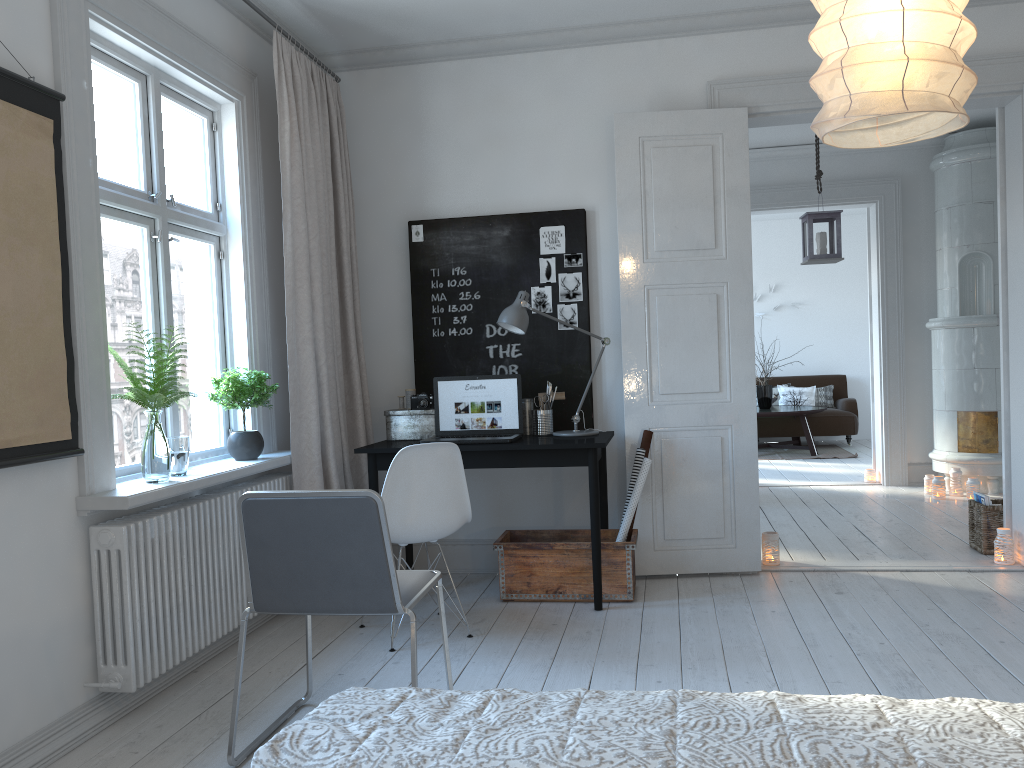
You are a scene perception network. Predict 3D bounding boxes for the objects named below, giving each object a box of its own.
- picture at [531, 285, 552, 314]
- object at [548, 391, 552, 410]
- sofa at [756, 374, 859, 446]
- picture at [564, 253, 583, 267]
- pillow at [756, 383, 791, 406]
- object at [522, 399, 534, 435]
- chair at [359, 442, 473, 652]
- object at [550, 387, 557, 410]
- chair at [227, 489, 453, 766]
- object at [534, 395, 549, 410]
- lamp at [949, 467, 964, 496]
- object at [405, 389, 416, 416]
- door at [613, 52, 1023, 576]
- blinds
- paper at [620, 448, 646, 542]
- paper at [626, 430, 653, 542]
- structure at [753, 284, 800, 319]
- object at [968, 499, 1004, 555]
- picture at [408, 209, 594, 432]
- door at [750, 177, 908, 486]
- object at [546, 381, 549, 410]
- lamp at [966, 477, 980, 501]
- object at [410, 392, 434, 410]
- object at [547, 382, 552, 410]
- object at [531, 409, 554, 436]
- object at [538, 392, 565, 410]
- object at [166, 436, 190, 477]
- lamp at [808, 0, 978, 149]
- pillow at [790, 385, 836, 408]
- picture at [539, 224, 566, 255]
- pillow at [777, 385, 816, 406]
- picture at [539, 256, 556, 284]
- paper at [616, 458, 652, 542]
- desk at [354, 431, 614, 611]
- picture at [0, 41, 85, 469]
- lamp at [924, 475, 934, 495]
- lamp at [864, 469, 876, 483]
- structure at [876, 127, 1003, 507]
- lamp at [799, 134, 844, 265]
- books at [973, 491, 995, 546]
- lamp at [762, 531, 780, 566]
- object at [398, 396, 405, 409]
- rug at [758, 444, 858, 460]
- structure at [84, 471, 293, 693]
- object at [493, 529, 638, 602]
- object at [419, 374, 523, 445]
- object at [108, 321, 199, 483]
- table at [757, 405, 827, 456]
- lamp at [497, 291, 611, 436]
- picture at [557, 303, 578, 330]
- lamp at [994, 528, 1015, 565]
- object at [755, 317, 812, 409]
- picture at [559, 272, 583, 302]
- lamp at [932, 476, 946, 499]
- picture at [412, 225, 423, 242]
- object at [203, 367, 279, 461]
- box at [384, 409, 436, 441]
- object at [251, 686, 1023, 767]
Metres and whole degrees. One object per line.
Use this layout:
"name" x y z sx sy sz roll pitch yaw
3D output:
"picture" 0.155 -0.440 4.639 0.107 0.150 0.001 -2 2 10
"object" 0.182 0.144 4.458 0.009 0.222 0.082 0 3 39
"sofa" 3.033 0.338 10.838 2.165 0.825 0.968 -2 2 10
"picture" 0.318 -0.645 4.602 0.095 0.071 0.001 -2 2 10
"pillow" 3.176 0.176 10.875 0.473 0.348 0.158 -2 2 8
"object" 0.077 0.170 4.545 0.079 0.188 0.079 -3 2 -11
"chair" -0.415 0.642 3.739 0.474 0.825 0.554 -3 2 -25
"object" 0.192 0.134 4.450 0.084 0.240 0.009 -3 2 -13
"chair" -0.499 0.682 2.689 0.562 0.798 0.524 -2 2 10
"object" 0.144 0.154 4.471 0.081 0.198 0.050 -1 3 35
"lamp" 3.330 0.734 6.649 0.098 0.210 0.098 -2 2 14
"object" -0.531 0.093 4.534 0.056 0.130 0.167 -2 2 8
"door" 1.873 -0.307 4.518 2.599 2.507 0.577 -2 2 10
"blinds" -0.861 -0.268 4.360 0.225 2.649 0.830 -2 2 10
"paper" 0.556 0.653 4.310 0.266 0.669 0.043 -4 3 -35
"paper" 0.593 0.607 4.373 0.297 0.747 0.048 -4 3 -35
"structure" 3.116 -1.018 11.230 1.025 0.478 0.085 -2 2 10
"object" 2.664 0.774 4.825 0.270 0.265 0.223 -2 2 10
"picture" -0.063 -0.307 4.714 0.953 1.173 0.063 -2 2 10
"door" 2.391 -0.392 7.485 2.599 2.507 0.577 -2 2 10
"object" 0.175 0.119 4.468 0.008 0.268 0.060 -1 2 27
"lamp" 3.330 0.761 6.400 0.089 0.166 0.089 -2 2 9
"object" -0.450 0.086 4.451 0.137 0.087 0.073 -2 2 10
"object" 0.180 0.122 4.467 0.062 0.264 0.012 -4 3 -38
"object" 0.155 0.194 4.460 0.108 0.128 0.108 -1 2 25
"object" 0.207 0.147 4.503 0.138 0.209 0.034 -3 2 -10
"object" -1.262 0.272 3.338 0.097 0.146 0.097 -2 2 16
"lamp" 0.809 -1.163 1.923 0.338 1.232 0.340 0 3 41
"pillow" 3.667 0.160 10.825 0.542 0.288 0.182 -2 2 11
"picture" 0.213 -0.755 4.614 0.147 0.154 0.004 -2 2 10
"pillow" 3.450 0.158 10.749 0.471 0.309 0.188 -2 2 11
"picture" 0.187 -0.593 4.627 0.083 0.146 0.002 -2 2 10
"paper" 0.547 0.672 4.253 0.283 0.627 0.041 -3 2 -12
"desk" -0.088 0.650 4.332 1.159 0.759 0.650 -2 2 10
"picture" -1.469 -0.417 2.411 0.057 1.314 0.792 -2 2 10
"lamp" 3.193 0.768 6.775 0.084 0.146 0.084 -2 2 14
"lamp" 3.007 0.771 7.445 0.093 0.110 0.093 -1 2 27
"structure" 3.458 -0.499 6.743 1.247 2.829 0.800 -4 3 -35
"lamp" 2.003 -1.680 5.796 0.228 1.763 0.228 -2 2 7
"books" 2.651 0.742 4.826 0.201 0.300 0.179 -2 2 10
"lamp" 1.364 0.868 4.674 0.089 0.166 0.089 -2 2 2
"object" -0.574 0.097 4.608 0.040 0.069 0.040 -2 2 -2
"rug" 2.912 0.756 10.104 1.710 0.055 1.455 -2 1 10
"structure" -1.208 0.712 3.565 0.195 0.547 1.504 -2 1 10
"object" 0.272 0.874 4.279 0.665 0.282 0.339 -2 2 10
"object" -0.195 0.120 4.239 0.445 0.315 0.325 -2 2 10
"object" -1.297 0.069 3.148 0.414 0.565 0.304 0 3 44
"table" 2.898 0.533 10.069 1.300 0.503 1.299 -2 1 0
"lamp" 0.217 -0.100 4.367 0.616 0.716 0.230 -3 2 -19
"picture" 0.290 -0.352 4.619 0.103 0.136 0.001 -2 2 10
"lamp" 2.490 0.822 4.487 0.093 0.180 0.093 -3 2 -7
"object" 2.962 -0.250 9.958 0.845 1.067 0.525 -3 2 -19
"picture" 0.304 -0.506 4.610 0.121 0.153 0.002 -2 2 10
"lamp" 3.152 0.765 6.547 0.089 0.166 0.089 -2 2 11
"picture" -0.505 -0.805 4.739 0.061 0.088 0.004 -2 2 7
"object" -1.176 0.127 3.860 0.309 0.407 0.271 -3 2 -30
"box" -0.488 0.205 4.556 0.317 0.152 0.193 -2 2 10
"object" 0.383 0.512 1.272 1.460 0.104 0.404 -2 1 10
